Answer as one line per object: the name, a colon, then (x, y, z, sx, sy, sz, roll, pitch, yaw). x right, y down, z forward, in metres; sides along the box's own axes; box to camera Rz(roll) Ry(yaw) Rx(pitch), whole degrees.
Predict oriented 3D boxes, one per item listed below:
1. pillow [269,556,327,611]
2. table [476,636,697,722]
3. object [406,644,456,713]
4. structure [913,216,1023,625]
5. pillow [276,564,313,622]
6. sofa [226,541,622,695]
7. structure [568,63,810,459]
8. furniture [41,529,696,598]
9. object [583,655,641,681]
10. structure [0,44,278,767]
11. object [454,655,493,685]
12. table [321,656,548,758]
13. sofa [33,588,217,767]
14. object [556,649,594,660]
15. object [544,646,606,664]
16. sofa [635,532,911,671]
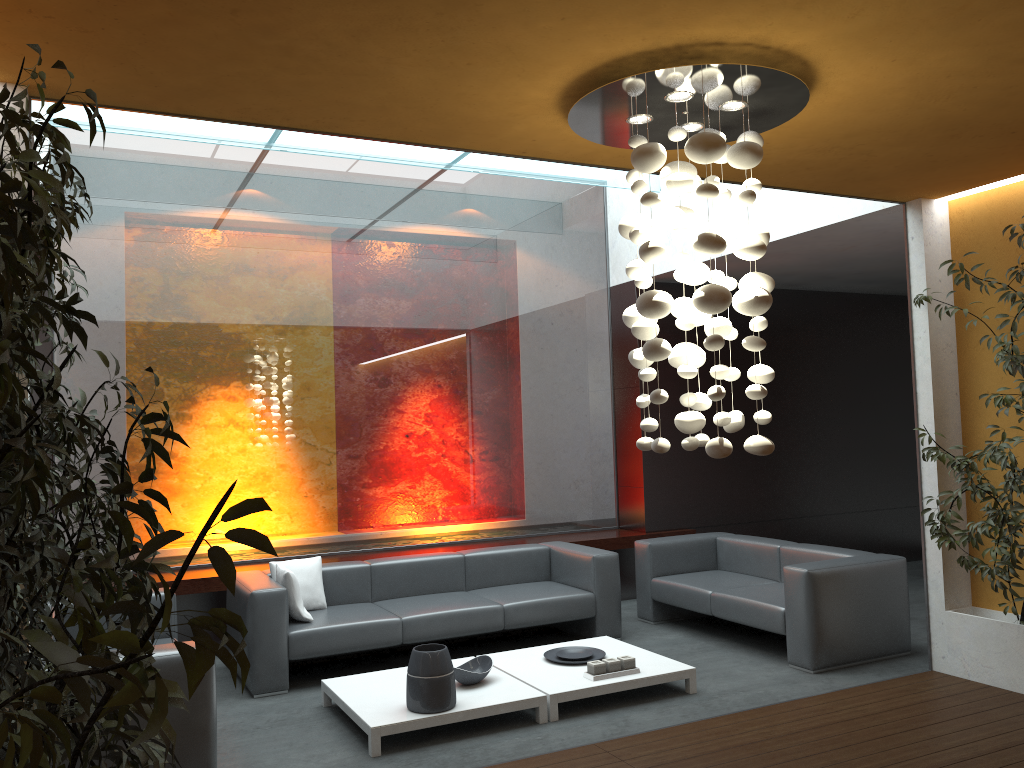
pillow: (-1.504, 1.415, 6.232, 0.376, 0.361, 0.169, 0, -3, -28)
table: (0.437, 1.810, 5.542, 1.000, 0.150, 1.000, 0, -3, -26)
object: (-0.434, 1.565, 4.738, 0.265, 0.309, 0.265, -4, -4, 36)
structure: (3.292, 0.203, 4.176, 0.622, 2.483, 3.166, 0, -3, -27)
pillow: (-1.474, 1.400, 5.947, 0.186, 0.358, 0.376, 0, -3, -28)
sofa: (-0.595, 1.624, 6.510, 2.781, 0.652, 0.943, 0, -3, -26)
structure: (0.762, -0.461, 3.738, 1.002, 1.529, 1.002, -3, -3, 22)
furniture: (-1.055, 1.489, 7.447, 6.000, 0.109, 0.600, 0, -3, -26)
object: (0.587, 1.665, 5.227, 0.326, 0.097, 0.118, 0, -3, -26)
structure: (-1.123, 0.232, 2.014, 0.622, 2.483, 3.166, 0, -3, -27)
object: (-0.238, 1.674, 5.156, 0.223, 0.125, 0.317, -4, -4, 30)
table: (-0.474, 1.816, 5.091, 1.000, 0.150, 1.000, 0, -3, -26)
sofa: (-2.190, 1.580, 4.712, 0.943, 0.652, 2.025, 0, -3, -26)
object: (0.398, 1.724, 5.632, 0.239, 0.027, 0.239, -4, -4, 35)
object: (0.398, 1.727, 5.632, 0.394, 0.027, 0.394, -1, -3, -9)
sofa: (1.866, 1.554, 6.716, 0.943, 0.652, 2.025, 0, -3, -26)
